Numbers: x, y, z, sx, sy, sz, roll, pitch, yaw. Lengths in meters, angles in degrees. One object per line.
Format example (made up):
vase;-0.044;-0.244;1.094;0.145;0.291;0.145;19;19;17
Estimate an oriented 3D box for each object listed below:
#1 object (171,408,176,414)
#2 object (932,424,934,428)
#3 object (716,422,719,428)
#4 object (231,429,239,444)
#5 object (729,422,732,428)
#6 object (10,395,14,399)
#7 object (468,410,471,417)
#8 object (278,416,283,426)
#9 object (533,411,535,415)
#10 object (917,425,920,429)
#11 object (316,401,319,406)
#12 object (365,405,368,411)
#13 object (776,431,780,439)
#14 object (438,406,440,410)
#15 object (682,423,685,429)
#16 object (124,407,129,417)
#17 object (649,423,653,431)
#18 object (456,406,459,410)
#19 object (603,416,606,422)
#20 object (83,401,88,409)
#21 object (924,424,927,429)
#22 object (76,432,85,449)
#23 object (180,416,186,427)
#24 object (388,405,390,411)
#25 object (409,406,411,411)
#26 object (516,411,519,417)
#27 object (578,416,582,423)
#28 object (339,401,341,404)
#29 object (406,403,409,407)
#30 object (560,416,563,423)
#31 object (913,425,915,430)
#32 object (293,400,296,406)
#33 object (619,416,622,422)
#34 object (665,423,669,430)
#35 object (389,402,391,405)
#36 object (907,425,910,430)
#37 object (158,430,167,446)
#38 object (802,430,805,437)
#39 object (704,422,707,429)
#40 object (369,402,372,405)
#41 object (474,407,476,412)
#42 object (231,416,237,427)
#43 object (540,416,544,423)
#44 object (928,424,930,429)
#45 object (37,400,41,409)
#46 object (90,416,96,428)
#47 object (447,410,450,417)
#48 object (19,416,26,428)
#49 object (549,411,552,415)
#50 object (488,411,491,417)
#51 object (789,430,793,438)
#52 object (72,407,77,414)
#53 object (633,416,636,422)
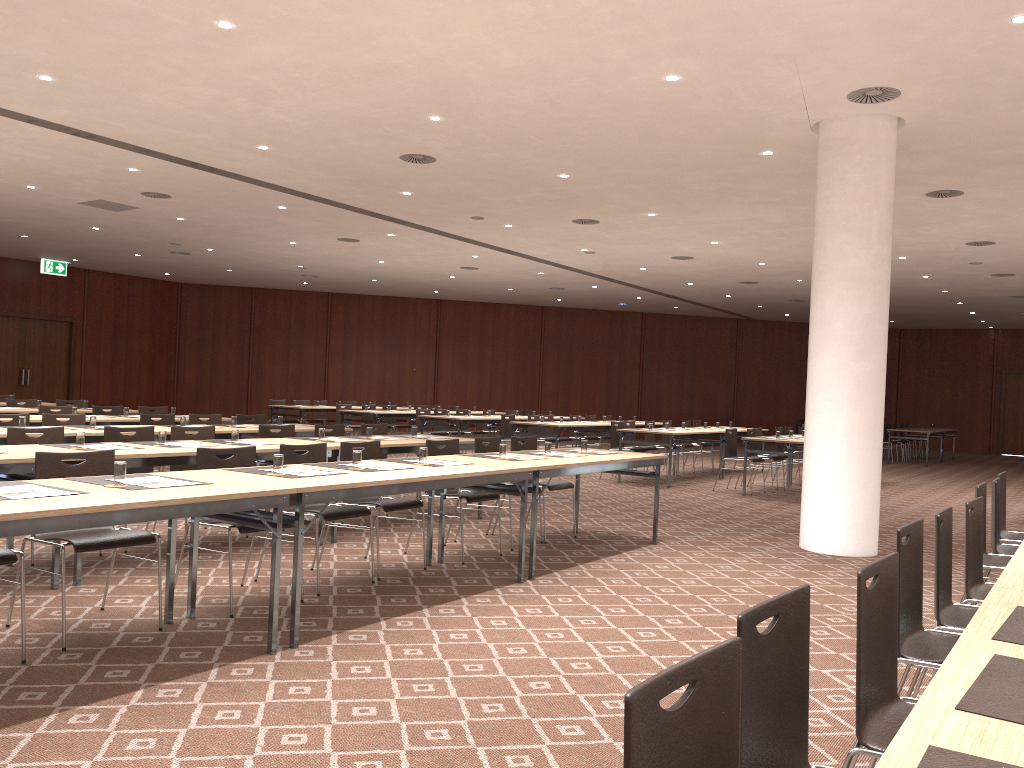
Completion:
object;-4.326;0.360;11.327;0.054;0.114;0.054;3;0;0
object;11.474;1.150;24.185;0.054;0.114;0.054;3;0;0
object;3.771;0.754;16.259;0.054;0.114;0.054;3;0;0
object;-2.253;0.427;7.213;0.054;0.114;0.054;3;0;-22
object;4.145;0.775;16.804;0.054;0.114;0.054;3;0;0
object;-7.641;0.225;13.555;0.054;0.114;0.054;3;0;0
object;-0.795;0.552;16.591;0.054;0.114;0.054;3;0;23
object;-2.671;0.427;10.217;0.054;0.114;0.054;3;0;0
object;0.460;0.620;18.476;0.054;0.114;0.054;3;0;0
object;10.220;1.082;22.293;0.054;0.114;0.054;3;0;-22
object;-4.122;0.417;18.833;0.054;0.114;0.054;3;0;23
object;-2.817;0.465;17.161;0.054;0.114;0.054;3;0;23
object;3.816;0.734;12.715;0.054;0.114;0.054;3;0;0
object;-1.566;0.533;19.052;0.054;0.114;0.054;3;0;0
object;2.882;0.706;14.910;0.054;0.114;0.054;3;0;23
object;-4.689;0.340;10.786;0.054;0.114;0.054;3;0;-22
object;2.166;0.667;13.830;0.054;0.114;0.054;3;0;23
object;-1.207;0.552;19.597;0.054;0.114;0.054;3;0;0
object;1.757;0.668;16.831;0.054;0.114;0.054;3;0;0
object;-5.980;0.293;12.440;0.054;0.114;0.054;3;0;0
object;10.769;1.112;23.102;0.054;0.114;0.054;3;0;0
object;-2.982;0.387;6.125;0.054;0.114;0.054;3;0;-22
object;-3.388;0.388;9.130;0.054;0.114;0.054;3;0;-22
object;-2.458;0.484;17.720;0.054;0.114;0.054;3;0;23
object;-2.100;0.504;18.250;0.054;0.114;0.054;3;0;23
object;0.107;0.601;17.942;0.054;0.114;0.054;3;0;0
object;1.227;0.639;16.026;0.054;0.114;0.054;3;0;23
object;-3.755;0.436;19.364;0.054;0.114;0.054;3;0;23
object;-2.503;0.505;21.255;0.054;0.114;0.054;3;0;0
object;0.865;0.619;15.475;0.054;0.114;0.054;3;0;23
object;9.862;1.062;21.756;0.054;0.114;0.054;3;0;-22
object;-4.482;0.397;18.280;0.054;0.114;0.054;3;0;23
object;2.118;0.687;17.372;0.054;0.114;0.054;3;0;0
object;2.517;0.686;14.370;0.054;0.114;0.054;3;0;23
object;-2.857;0.485;20.717;0.054;0.114;0.054;3;0;0
object;9.495;1.043;21.219;0.054;0.114;0.054;3;0;-22
object;-2.630;0.406;6.671;0.054;0.114;0.054;3;0;-22
object;4.547;0.774;13.809;0.054;0.114;0.054;3;0;0
object;3.429;0.736;15.715;0.054;0.114;0.054;3;0;0
object;-3.222;0.465;20.173;0.054;0.114;0.054;3;0;0
object;-0.843;0.572;20.135;0.054;0.114;0.054;3;0;0
object;-3.031;0.407;9.665;0.054;0.114;0.054;3;0;-22
object;0.507;0.600;14.944;0.054;0.114;0.054;3;0;23
object;11.120;1.131;23.650;0.054;0.114;0.054;3;0;0
object;-6.349;0.273;11.903;0.054;0.114;0.054;3;0;-22
object;-3.935;0.358;8.327;0.054;0.114;0.054;3;0;-22
object;-1.156;0.532;16.051;0.054;0.114;0.054;3;0;23
object;-4.298;0.339;7.784;0.054;0.114;0.054;3;0;-22
object;0.825;0.640;19.013;0.054;0.114;0.054;3;0;0
object;-0.436;0.571;17.133;0.054;0.114;0.054;3;0;23
object;4.175;0.753;13.265;0.054;0.114;0.054;3;0;0
object;-5.046;0.321;10.229;0.054;0.114;0.054;3;0;-22
object;2.479;0.707;17.908;0.054;0.114;0.054;3;0;0
